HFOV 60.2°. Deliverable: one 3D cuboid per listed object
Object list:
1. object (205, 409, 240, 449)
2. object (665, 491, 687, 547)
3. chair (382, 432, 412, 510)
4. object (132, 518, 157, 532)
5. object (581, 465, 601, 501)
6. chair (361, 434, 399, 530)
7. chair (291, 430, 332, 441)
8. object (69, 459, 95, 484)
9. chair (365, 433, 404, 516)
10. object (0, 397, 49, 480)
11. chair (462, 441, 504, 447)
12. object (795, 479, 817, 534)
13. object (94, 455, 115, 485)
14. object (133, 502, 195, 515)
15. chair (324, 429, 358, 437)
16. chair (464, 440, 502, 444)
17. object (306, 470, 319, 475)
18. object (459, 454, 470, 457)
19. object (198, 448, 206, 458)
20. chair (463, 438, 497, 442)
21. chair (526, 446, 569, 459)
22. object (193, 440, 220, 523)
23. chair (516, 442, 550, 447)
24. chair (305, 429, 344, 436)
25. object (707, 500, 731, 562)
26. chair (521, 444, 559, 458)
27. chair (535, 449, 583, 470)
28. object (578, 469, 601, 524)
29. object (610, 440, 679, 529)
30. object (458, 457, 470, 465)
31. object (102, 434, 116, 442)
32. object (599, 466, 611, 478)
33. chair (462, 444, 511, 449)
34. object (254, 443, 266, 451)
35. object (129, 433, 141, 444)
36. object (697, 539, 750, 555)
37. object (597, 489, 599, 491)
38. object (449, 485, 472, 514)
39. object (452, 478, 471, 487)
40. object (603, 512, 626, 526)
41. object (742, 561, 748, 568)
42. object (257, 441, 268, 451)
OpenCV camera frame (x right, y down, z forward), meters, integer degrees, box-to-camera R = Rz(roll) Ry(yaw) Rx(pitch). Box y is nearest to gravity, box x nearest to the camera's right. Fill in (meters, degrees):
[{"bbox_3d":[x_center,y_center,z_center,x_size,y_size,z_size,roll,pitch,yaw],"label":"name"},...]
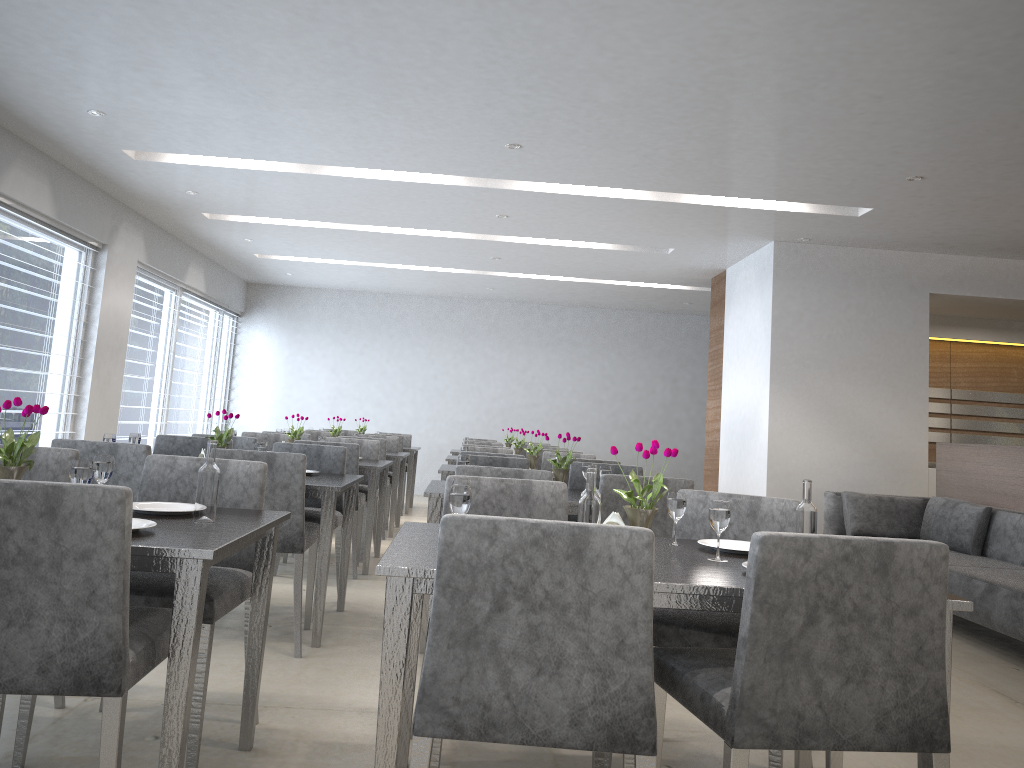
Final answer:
[{"bbox_3d":[-1.289,0.249,3.903,0.154,0.279,0.103,4,-7,-5],"label":"object"},{"bbox_3d":[0.438,0.360,2.363,0.053,0.140,0.053,10,-9,-44],"label":"object"},{"bbox_3d":[-1.311,0.906,9.368,0.477,0.769,0.488,4,-6,3],"label":"chair"},{"bbox_3d":[-0.899,0.313,1.948,0.216,0.015,0.216,5,-3,-24],"label":"object"},{"bbox_3d":[0.199,0.308,2.243,0.052,0.203,0.051,-2,-9,40],"label":"object"},{"bbox_3d":[-1.224,0.827,7.603,0.477,0.769,0.488,4,-6,3],"label":"chair"},{"bbox_3d":[-1.768,0.790,7.590,0.476,0.769,0.488,5,-6,-7],"label":"chair"},{"bbox_3d":[-1.011,0.248,2.068,0.053,0.140,0.053,10,-9,-44],"label":"object"},{"bbox_3d":[-1.289,0.877,8.716,0.476,0.769,0.488,5,-6,-7],"label":"chair"},{"bbox_3d":[-1.201,0.169,2.124,0.154,0.279,0.103,4,-7,-5],"label":"object"},{"bbox_3d":[-0.255,0.895,7.650,0.476,0.769,0.488,5,-6,-7],"label":"chair"},{"bbox_3d":[0.755,0.347,2.265,0.052,0.203,0.051,-2,-9,40],"label":"object"},{"bbox_3d":[-1.070,0.256,2.304,0.053,0.140,0.053,10,-9,-44],"label":"object"},{"bbox_3d":[-0.917,0.330,2.330,0.216,0.015,0.216,5,-3,-24],"label":"object"},{"bbox_3d":[-1.855,0.869,9.354,0.476,0.769,0.488,5,-6,-7],"label":"chair"},{"bbox_3d":[-0.298,0.942,8.698,0.477,0.769,0.488,4,-6,3],"label":"chair"},{"bbox_3d":[-1.005,0.409,4.109,0.217,0.015,0.215,4,-3,-2],"label":"object"},{"bbox_3d":[-0.225,0.400,4.121,0.053,0.140,0.053,10,-9,-44],"label":"object"},{"bbox_3d":[-1.359,0.332,3.885,0.069,0.101,0.202,8,-5,-33],"label":"object"},{"bbox_3d":[-0.342,0.974,9.415,0.476,0.769,0.488,5,-6,-7],"label":"chair"},{"bbox_3d":[0.289,0.932,7.664,0.477,0.769,0.488,4,-6,3],"label":"chair"},{"bbox_3d":[-0.757,0.242,2.204,0.051,0.203,0.052,9,-9,-38],"label":"object"},{"bbox_3d":[0.202,1.011,9.429,0.477,0.769,0.488,4,-6,3],"label":"chair"},{"bbox_3d":[-1.811,0.838,8.637,0.477,0.769,0.488,4,-6,3],"label":"chair"},{"bbox_3d":[0.498,0.353,2.127,0.053,0.140,0.053,10,-9,-44],"label":"object"},{"bbox_3d":[0.224,0.981,8.777,0.476,0.769,0.488,5,-6,-7],"label":"chair"},{"bbox_3d":[0.311,0.902,7.012,0.476,0.769,0.488,5,-6,-7],"label":"chair"},{"bbox_3d":[0.177,0.296,2.018,0.052,0.203,0.051,-2,-9,40],"label":"object"},{"bbox_3d":[0.315,0.271,2.123,0.154,0.279,0.103,4,-7,-5],"label":"object"},{"bbox_3d":[-0.211,0.387,3.831,0.053,0.140,0.053,10,-9,-44],"label":"object"},{"bbox_3d":[-1.719,0.282,3.761,0.053,0.140,0.053,10,-9,-44],"label":"object"},{"bbox_3d":[0.410,0.432,3.908,0.053,0.140,0.053,10,-9,-44],"label":"object"},{"bbox_3d":[-0.212,0.863,6.934,0.477,0.769,0.488,4,-6,3],"label":"chair"},{"bbox_3d":[-1.098,0.328,3.838,0.053,0.140,0.053,10,-9,-44],"label":"object"},{"bbox_3d":[-1.733,0.295,4.051,0.053,0.140,0.053,-2,-9,39],"label":"object"},{"bbox_3d":[0.599,0.432,2.329,0.216,0.015,0.216,5,-3,-22],"label":"object"},{"bbox_3d":[0.508,0.514,4.170,0.217,0.015,0.215,4,-3,-2],"label":"object"},{"bbox_3d":[-0.123,0.307,2.050,0.053,0.140,0.053,10,-9,-44],"label":"object"},{"bbox_3d":[-0.137,0.320,2.339,0.053,0.140,0.053,10,-9,-44],"label":"object"},{"bbox_3d":[0.245,0.354,2.104,0.069,0.101,0.202,8,-5,-33],"label":"object"},{"bbox_3d":[0.618,0.415,1.947,0.216,0.015,0.216,5,-3,-22],"label":"object"},{"bbox_3d":[-1.157,0.335,4.074,0.053,0.140,0.053,-2,-9,39],"label":"object"}]
